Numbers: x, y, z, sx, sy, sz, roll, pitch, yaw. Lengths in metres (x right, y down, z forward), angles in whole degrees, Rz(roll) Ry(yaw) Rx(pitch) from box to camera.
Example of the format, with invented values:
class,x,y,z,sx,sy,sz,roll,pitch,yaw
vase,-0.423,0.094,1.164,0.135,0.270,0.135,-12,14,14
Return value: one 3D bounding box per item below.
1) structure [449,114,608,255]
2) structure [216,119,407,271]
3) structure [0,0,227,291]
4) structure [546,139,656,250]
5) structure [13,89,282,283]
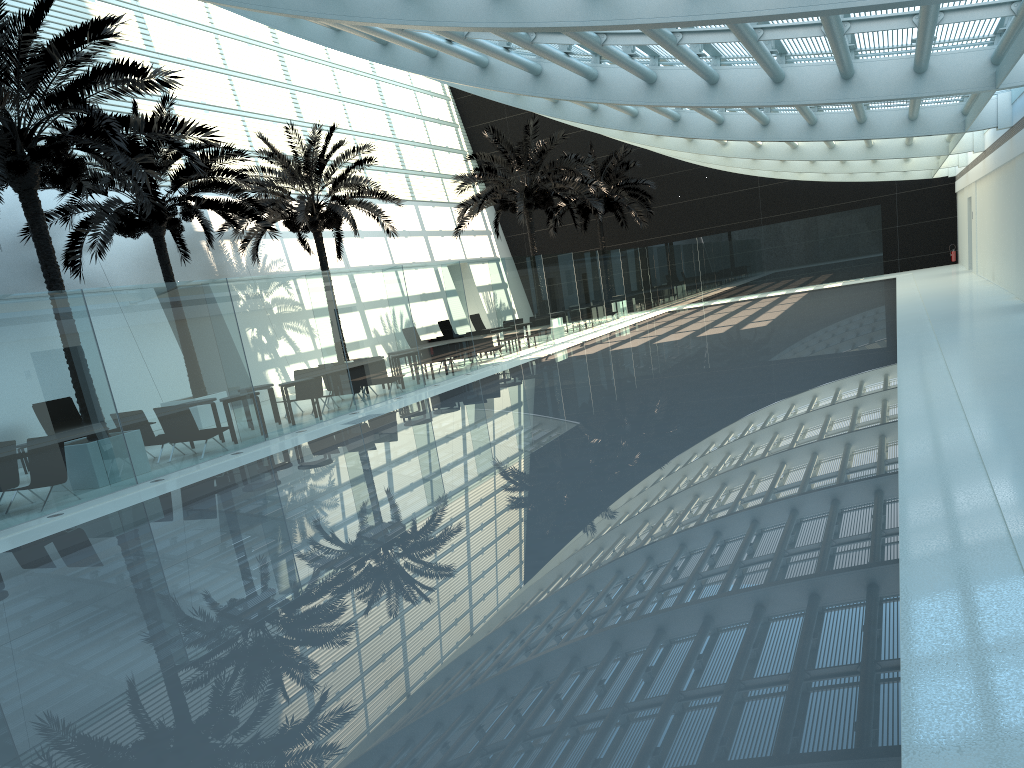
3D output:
class,x,y,z,sx,sy,sz,roll,pitch,yaw
structure,0.679,-4.989,28.795,4.846,7.273,4.257,-5,13,18
structure,-5.228,-3.397,23.705,4.533,7.143,4.221,-17,15,-31
structure,-6.688,-2.003,12.047,4.802,7.272,4.299,2,17,42
structure,3.838,-6.262,35.908,4.466,7.271,4.622,-9,13,3
structure,-7.346,-2.453,18.379,4.651,7.080,4.111,-9,13,3
